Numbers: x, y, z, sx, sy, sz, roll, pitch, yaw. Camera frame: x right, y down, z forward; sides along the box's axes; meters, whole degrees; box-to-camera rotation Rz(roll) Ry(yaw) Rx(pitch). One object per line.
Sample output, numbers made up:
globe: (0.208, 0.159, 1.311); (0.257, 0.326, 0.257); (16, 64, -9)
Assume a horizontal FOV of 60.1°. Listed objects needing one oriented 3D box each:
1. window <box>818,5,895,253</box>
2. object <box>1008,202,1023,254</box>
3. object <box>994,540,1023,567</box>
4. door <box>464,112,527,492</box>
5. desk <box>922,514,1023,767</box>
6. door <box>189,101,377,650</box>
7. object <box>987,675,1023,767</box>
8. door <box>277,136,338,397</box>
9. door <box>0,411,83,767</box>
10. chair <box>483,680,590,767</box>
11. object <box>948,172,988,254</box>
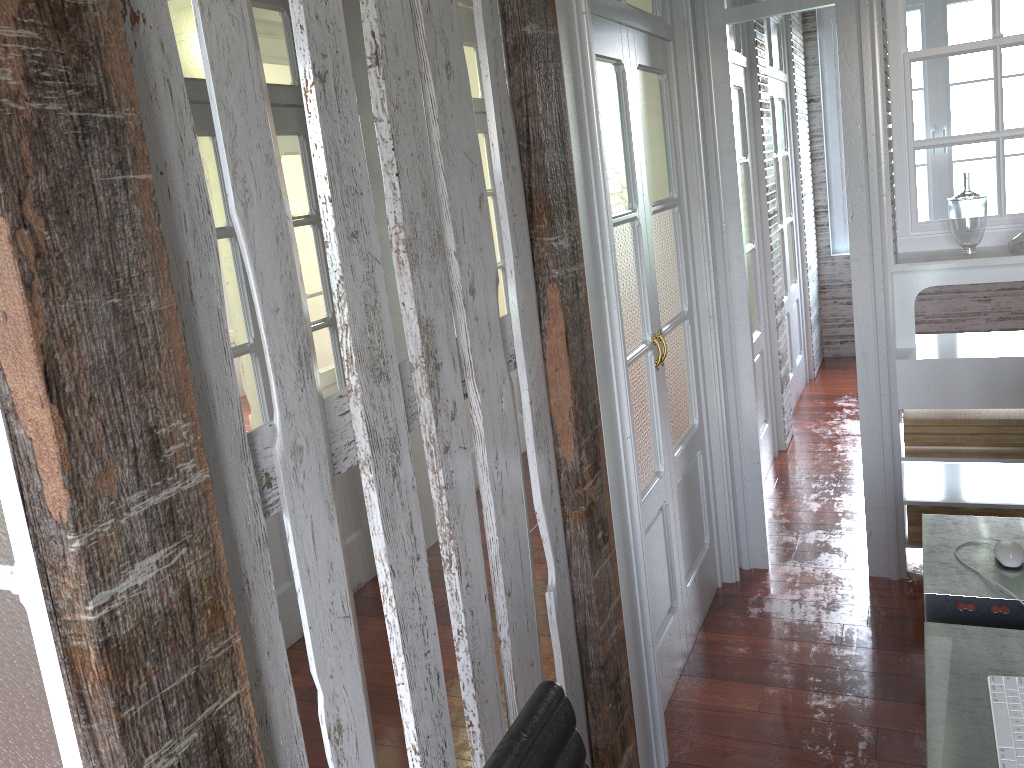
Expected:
window: (3.094, -1.908, 6.453); (1.538, 1.920, 0.128); (-2, 11, 25)
object: (1.795, -0.531, 3.057); (0.148, 0.198, 0.149); (-6, 11, 8)
object: (1.079, 0.365, 1.919); (0.059, 0.028, 0.107); (-2, 14, 24)
door: (-0.218, -0.487, 5.021); (0.041, 2.066, 1.088); (-3, 12, 25)
desk: (1.147, 0.985, 0.877); (1.299, 0.720, 2.535); (-1, 14, 25)
door: (-0.939, -0.031, 3.439); (0.041, 2.066, 1.088); (-3, 12, 25)
object: (0.781, 0.554, 1.301); (0.118, 0.017, 0.444); (-1, 14, 25)
door: (-0.992, -0.472, 5.381); (0.041, 2.066, 1.088); (-3, 12, 25)
door: (-1.128, 0.377, 1.553); (1.056, 2.159, 0.041); (-2, 11, 25)
chair: (0.277, 0.936, 0.934); (0.698, 1.013, 0.673); (-3, 12, 20)
object: (1.648, -0.605, 3.199); (0.130, 0.312, 0.129); (-16, 13, -39)
